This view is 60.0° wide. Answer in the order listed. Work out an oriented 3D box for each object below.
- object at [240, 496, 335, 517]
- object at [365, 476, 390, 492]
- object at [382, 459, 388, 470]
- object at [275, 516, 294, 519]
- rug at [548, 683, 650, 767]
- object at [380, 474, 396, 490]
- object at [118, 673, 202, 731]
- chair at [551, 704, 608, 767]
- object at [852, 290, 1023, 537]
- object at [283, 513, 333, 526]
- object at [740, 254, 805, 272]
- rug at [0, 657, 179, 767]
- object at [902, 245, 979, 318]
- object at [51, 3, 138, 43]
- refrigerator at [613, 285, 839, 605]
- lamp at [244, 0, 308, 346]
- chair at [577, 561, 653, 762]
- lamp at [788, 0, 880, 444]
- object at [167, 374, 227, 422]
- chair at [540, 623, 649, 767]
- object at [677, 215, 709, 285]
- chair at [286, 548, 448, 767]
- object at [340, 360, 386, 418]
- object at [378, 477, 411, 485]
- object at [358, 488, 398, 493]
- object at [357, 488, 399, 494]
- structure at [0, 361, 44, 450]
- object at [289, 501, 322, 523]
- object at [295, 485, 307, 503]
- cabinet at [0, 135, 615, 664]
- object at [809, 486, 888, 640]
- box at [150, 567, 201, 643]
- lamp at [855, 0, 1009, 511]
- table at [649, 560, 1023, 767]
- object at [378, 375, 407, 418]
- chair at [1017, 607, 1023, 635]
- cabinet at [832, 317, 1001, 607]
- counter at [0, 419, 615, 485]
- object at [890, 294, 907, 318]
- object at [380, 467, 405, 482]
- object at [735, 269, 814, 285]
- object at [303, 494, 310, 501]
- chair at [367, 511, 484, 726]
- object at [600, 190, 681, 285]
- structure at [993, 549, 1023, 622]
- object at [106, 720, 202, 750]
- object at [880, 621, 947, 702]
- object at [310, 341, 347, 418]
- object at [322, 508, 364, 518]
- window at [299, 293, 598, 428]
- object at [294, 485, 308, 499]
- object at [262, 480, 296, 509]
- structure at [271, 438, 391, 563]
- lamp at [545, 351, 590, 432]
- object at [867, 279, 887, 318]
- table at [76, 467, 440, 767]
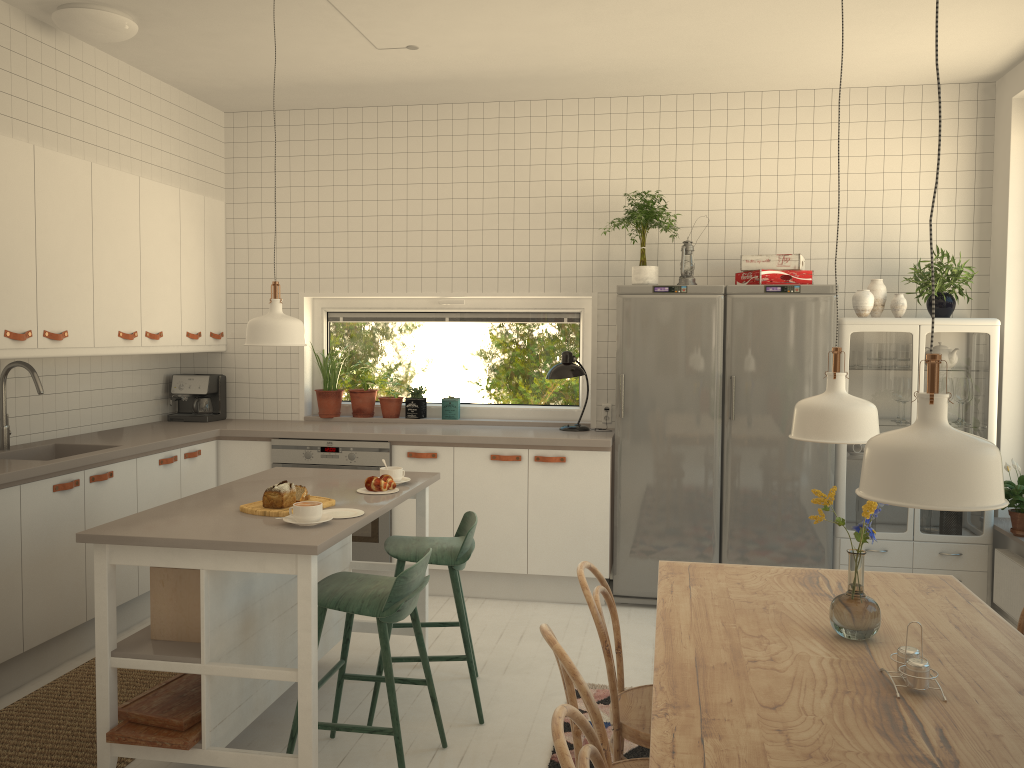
[{"bbox_3d":[-0.800,0.434,3.172,0.237,0.019,0.306,2,4,26],"label":"object"},{"bbox_3d":[-0.546,0.394,3.513,0.070,0.060,0.131,-2,4,-42],"label":"object"},{"bbox_3d":[-0.519,0.363,3.713,0.028,0.086,0.102,-2,4,-39],"label":"object"},{"bbox_3d":[-0.725,0.439,2.933,0.132,0.011,0.027,-2,4,-41],"label":"object"},{"bbox_3d":[0.855,1.362,2.172,1.749,0.035,3.026,1,3,10],"label":"rug"},{"bbox_3d":[-0.497,0.393,3.537,0.060,0.059,0.074,-1,3,-21],"label":"object"},{"bbox_3d":[-1.094,1.061,3.029,0.281,0.030,0.430,1,3,19],"label":"object"},{"bbox_3d":[0.306,0.983,1.540,0.483,0.810,0.385,1,3,8],"label":"chair"},{"bbox_3d":[2.186,0.125,4.441,0.943,1.207,0.261,2,3,26],"label":"object"},{"bbox_3d":[-0.670,0.449,2.911,0.160,0.020,0.160,-1,3,-24],"label":"object"},{"bbox_3d":[1.433,-0.657,4.869,0.312,0.082,0.308,2,3,23],"label":"object"},{"bbox_3d":[-1.624,1.283,3.503,0.750,0.004,2.001,1,3,10],"label":"rug"},{"bbox_3d":[2.276,-0.540,4.723,0.371,0.385,0.373,2,3,29],"label":"object"},{"bbox_3d":[-1.859,-1.595,3.961,0.351,0.101,0.351,-2,4,-38],"label":"object"},{"bbox_3d":[1.165,0.350,4.967,1.146,1.777,0.559,1,3,10],"label":"refrigerator"},{"bbox_3d":[-0.876,-0.886,3.274,0.229,1.490,0.230,1,3,11],"label":"lamp"},{"bbox_3d":[0.425,0.929,2.546,0.483,0.810,0.385,1,3,13],"label":"chair"},{"bbox_3d":[0.848,-0.653,2.278,0.229,1.595,0.230,-1,3,-34],"label":"lamp"},{"bbox_3d":[-2.020,0.088,5.609,0.316,0.292,0.280,1,3,11],"label":"object"},{"bbox_3d":[0.303,0.955,2.051,0.483,0.810,0.385,0,3,-7],"label":"chair"},{"bbox_3d":[0.984,-0.727,4.860,0.163,0.383,0.154,2,3,33],"label":"object"},{"bbox_3d":[-0.487,0.943,2.982,0.446,0.752,0.485,1,3,10],"label":"chair"},{"bbox_3d":[-0.951,0.028,5.684,0.258,0.369,0.234,2,3,22],"label":"object"},{"bbox_3d":[-0.503,0.407,3.696,0.160,0.020,0.160,1,3,6],"label":"object"},{"bbox_3d":[-0.532,0.421,3.525,0.122,0.005,0.120,2,4,28],"label":"object"},{"bbox_3d":[-0.532,0.423,3.521,0.167,0.005,0.167,1,3,6],"label":"object"},{"bbox_3d":[-2.299,0.102,4.145,0.236,0.421,0.063,1,3,17],"label":"structure"},{"bbox_3d":[-0.672,0.421,2.908,0.098,0.064,0.094,-1,4,-32],"label":"object"},{"bbox_3d":[-0.780,0.396,3.180,0.083,0.057,0.072,1,3,16],"label":"object"},{"bbox_3d":[-1.194,0.056,3.183,2.853,2.159,4.846,1,3,10],"label":"cabinet"},{"bbox_3d":[0.839,0.423,2.151,0.145,0.388,0.206,-1,3,-28],"label":"object"},{"bbox_3d":[-1.040,0.712,3.064,0.237,0.242,0.357,1,3,11],"label":"box"},{"bbox_3d":[0.698,-0.607,1.433,0.230,1.595,0.229,3,4,45],"label":"lamp"},{"bbox_3d":[0.759,1.003,1.946,0.894,0.749,1.798,1,3,10],"label":"table"},{"bbox_3d":[-0.756,0.082,5.629,0.194,0.277,0.177,-1,3,-23],"label":"object"},{"bbox_3d":[1.388,0.946,2.364,0.483,0.810,0.385,0,3,-17],"label":"chair"},{"bbox_3d":[2.133,0.442,4.807,0.789,1.592,0.453,1,3,10],"label":"cabinet"},{"bbox_3d":[-1.195,0.453,3.201,2.856,0.163,4.846,1,3,10],"label":"counter"},{"bbox_3d":[2.029,-0.410,4.653,0.082,0.126,0.082,-1,3,-18],"label":"object"},{"bbox_3d":[-0.503,0.381,3.698,0.094,0.060,0.098,1,3,7],"label":"object"},{"bbox_3d":[1.435,-0.575,4.869,0.309,0.082,0.312,0,3,-10],"label":"object"},{"bbox_3d":[-0.779,0.413,3.239,0.077,0.017,0.068,1,3,18],"label":"object"},{"bbox_3d":[-0.345,0.911,3.583,0.446,0.752,0.485,0,3,-5],"label":"chair"},{"bbox_3d":[0.739,-0.812,4.894,0.474,0.545,0.468,2,3,24],"label":"object"},{"bbox_3d":[2.423,1.003,4.010,0.113,0.276,1.016,1,3,10],"label":"structure"},{"bbox_3d":[-1.091,1.095,2.953,0.280,0.030,0.430,1,3,10],"label":"object"},{"bbox_3d":[0.840,0.565,1.858,0.095,0.138,0.155,1,3,10],"label":"object"},{"bbox_3d":[-1.158,-0.036,5.703,0.300,0.499,0.334,0,3,-7],"label":"object"},{"bbox_3d":[-0.595,0.448,3.064,0.167,0.005,0.167,1,3,6],"label":"object"},{"bbox_3d":[-0.400,-0.163,5.635,1.898,0.816,0.293,1,3,10],"label":"window"},{"bbox_3d":[-0.782,0.396,3.208,0.083,0.055,0.073,1,3,17],"label":"object"},{"bbox_3d":[-0.815,0.386,3.104,0.086,0.087,0.090,1,3,18],"label":"object"},{"bbox_3d":[-0.981,0.660,5.369,0.705,0.710,0.704,1,3,10],"label":"structure"},{"bbox_3d":[0.322,0.039,5.203,0.239,0.465,0.262,3,4,39],"label":"lamp"},{"bbox_3d":[1.943,-0.455,4.730,0.102,0.206,0.102,0,3,-6],"label":"object"},{"bbox_3d":[-0.842,0.863,3.403,0.794,0.864,1.424,1,3,10],"label":"table"}]
